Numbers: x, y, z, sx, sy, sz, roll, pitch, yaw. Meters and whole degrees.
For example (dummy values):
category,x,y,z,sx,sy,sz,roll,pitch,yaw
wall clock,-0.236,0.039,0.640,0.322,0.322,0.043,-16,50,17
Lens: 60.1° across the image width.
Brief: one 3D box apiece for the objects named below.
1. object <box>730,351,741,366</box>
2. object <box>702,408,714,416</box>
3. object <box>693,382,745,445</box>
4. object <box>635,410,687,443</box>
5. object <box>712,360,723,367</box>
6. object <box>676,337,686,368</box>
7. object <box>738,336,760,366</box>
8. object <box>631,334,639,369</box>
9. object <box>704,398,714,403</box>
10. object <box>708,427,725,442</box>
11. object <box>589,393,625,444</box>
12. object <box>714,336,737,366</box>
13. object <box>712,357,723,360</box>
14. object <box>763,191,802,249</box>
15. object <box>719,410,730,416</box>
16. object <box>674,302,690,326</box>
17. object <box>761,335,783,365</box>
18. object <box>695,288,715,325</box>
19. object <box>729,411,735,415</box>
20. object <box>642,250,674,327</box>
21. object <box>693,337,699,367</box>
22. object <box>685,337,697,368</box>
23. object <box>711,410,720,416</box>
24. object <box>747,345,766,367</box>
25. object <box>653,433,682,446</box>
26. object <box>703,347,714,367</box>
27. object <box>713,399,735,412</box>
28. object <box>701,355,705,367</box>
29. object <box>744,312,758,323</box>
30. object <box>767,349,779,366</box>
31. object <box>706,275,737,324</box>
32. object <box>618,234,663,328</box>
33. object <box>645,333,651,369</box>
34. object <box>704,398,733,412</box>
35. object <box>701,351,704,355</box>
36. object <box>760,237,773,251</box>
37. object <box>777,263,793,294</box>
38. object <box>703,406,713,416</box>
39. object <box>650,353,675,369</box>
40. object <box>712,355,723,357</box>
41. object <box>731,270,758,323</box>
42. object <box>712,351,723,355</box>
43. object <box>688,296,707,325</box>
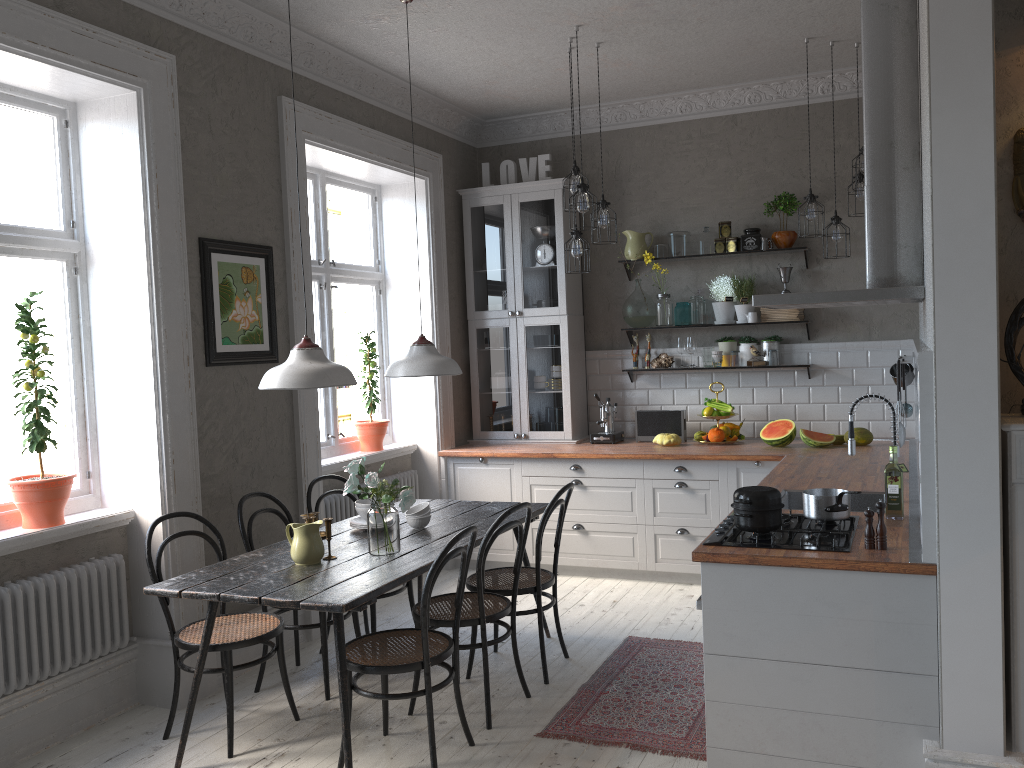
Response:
category,x,y,z,sx,sy,sz,roll,pitch,yaw
object,1.559,-0.178,6.178,0.077,0.108,0.078,-2,3,17
object,1.359,0.200,6.118,0.095,0.078,0.102,-2,3,10
object,1.414,0.196,6.089,0.350,0.425,0.354,-2,3,8
object,1.055,0.299,6.284,0.346,0.226,0.089,-1,3,23
object,1.433,-0.144,6.173,0.076,0.051,0.078,-2,3,16
object,1.221,-0.227,6.370,0.081,0.217,0.082,-2,3,9
object,1.660,-0.234,6.221,0.150,0.214,0.170,-4,3,-37
object,0.907,-0.241,6.499,0.053,0.264,0.061,-3,3,-5
object,1.355,0.121,6.085,0.073,0.058,0.051,-2,3,0
object,1.379,0.341,5.976,0.113,0.111,0.110,-3,3,-9
object,0.662,0.240,6.347,0.202,0.370,0.358,-1,3,24
object,1.514,-0.235,6.272,0.156,0.217,0.156,-2,3,3
object,1.432,-0.161,6.172,0.076,0.051,0.078,-2,3,16
object,1.856,-1.107,6.009,0.246,0.397,0.255,-5,4,-42
object,1.450,0.208,6.052,0.076,0.062,0.100,-2,3,-3
object,1.230,-0.501,6.368,0.124,0.172,0.128,-1,3,27
object,1.814,-0.237,6.167,0.156,0.213,0.155,-1,3,21
object,1.387,-0.553,6.367,0.129,0.264,0.134,-1,3,29
object,1.500,0.203,6.064,0.051,0.050,0.050,-1,3,33
object,1.035,-0.675,6.280,0.189,0.540,0.284,-2,3,16
object,1.298,-0.228,6.333,0.081,0.217,0.082,-2,3,9
object,1.263,-0.223,6.249,0.081,0.217,0.082,-2,3,9
object,1.385,0.209,6.041,0.062,0.061,0.067,-1,3,23
object,1.692,-0.197,6.114,0.119,0.147,0.100,-3,3,-9
object,1.063,0.380,6.063,0.194,0.083,0.192,-1,3,24
object,1.387,-0.188,6.237,0.079,0.139,0.078,-3,3,-4
object,1.468,0.147,6.110,0.177,0.096,0.090,0,4,44
object,1.392,-0.165,6.319,0.076,0.083,0.079,0,3,41
object,1.648,-0.455,6.071,0.064,0.071,0.104,-4,3,-36
object,1.785,-0.181,6.056,0.077,0.108,0.078,-2,3,17
object,1.509,-0.599,6.247,0.240,0.354,0.239,0,3,41
object,0.891,-0.743,6.383,0.336,0.674,0.336,-3,3,-8
object,0.996,-0.242,6.445,0.062,0.264,0.052,-4,3,-31
object,1.414,0.142,6.057,0.207,0.101,0.068,-1,3,29
object,1.390,-0.198,6.317,0.076,0.083,0.079,0,3,41
object,1.730,-0.951,6.014,0.092,0.096,0.076,-1,3,24
object,1.871,-0.680,6.061,0.130,0.287,0.131,-2,3,8
object,1.341,0.188,6.042,0.058,0.069,0.080,0,4,43
object,1.083,-0.167,6.387,0.177,0.111,0.096,-2,3,0
object,1.431,-0.178,6.171,0.075,0.051,0.079,0,3,42
object,1.608,-0.610,6.148,0.186,0.380,0.167,-3,3,-16
object,1.430,-0.204,6.170,0.077,0.051,0.078,-2,3,9
object,1.305,-0.515,6.238,0.127,0.206,0.122,-5,4,-44
